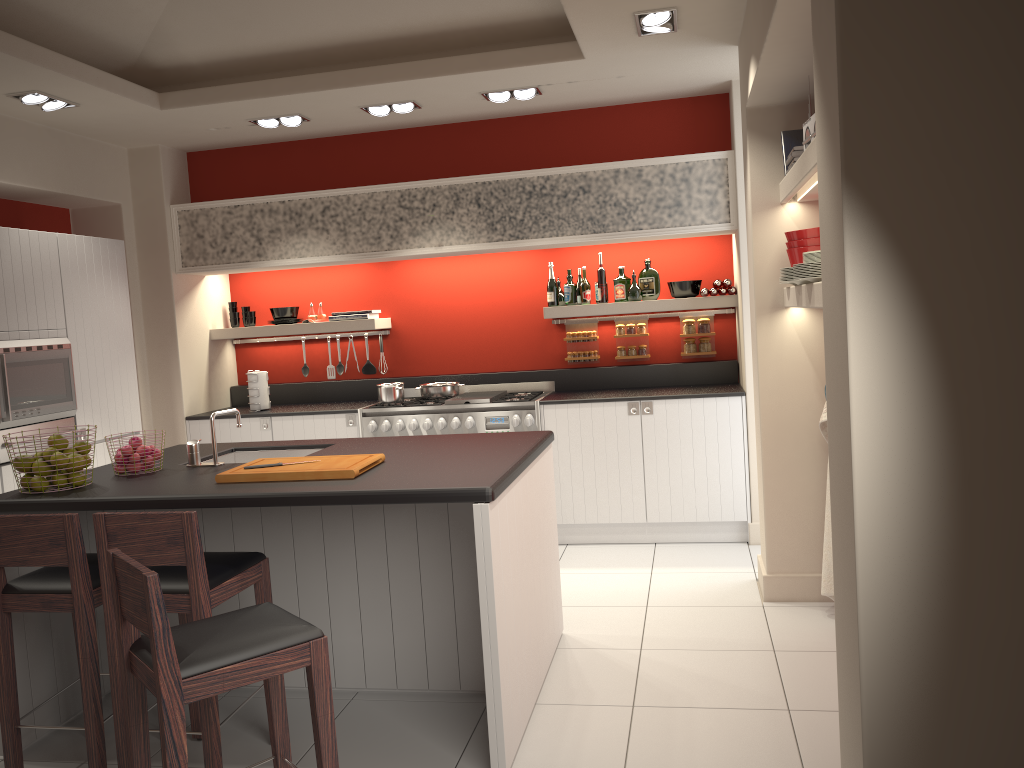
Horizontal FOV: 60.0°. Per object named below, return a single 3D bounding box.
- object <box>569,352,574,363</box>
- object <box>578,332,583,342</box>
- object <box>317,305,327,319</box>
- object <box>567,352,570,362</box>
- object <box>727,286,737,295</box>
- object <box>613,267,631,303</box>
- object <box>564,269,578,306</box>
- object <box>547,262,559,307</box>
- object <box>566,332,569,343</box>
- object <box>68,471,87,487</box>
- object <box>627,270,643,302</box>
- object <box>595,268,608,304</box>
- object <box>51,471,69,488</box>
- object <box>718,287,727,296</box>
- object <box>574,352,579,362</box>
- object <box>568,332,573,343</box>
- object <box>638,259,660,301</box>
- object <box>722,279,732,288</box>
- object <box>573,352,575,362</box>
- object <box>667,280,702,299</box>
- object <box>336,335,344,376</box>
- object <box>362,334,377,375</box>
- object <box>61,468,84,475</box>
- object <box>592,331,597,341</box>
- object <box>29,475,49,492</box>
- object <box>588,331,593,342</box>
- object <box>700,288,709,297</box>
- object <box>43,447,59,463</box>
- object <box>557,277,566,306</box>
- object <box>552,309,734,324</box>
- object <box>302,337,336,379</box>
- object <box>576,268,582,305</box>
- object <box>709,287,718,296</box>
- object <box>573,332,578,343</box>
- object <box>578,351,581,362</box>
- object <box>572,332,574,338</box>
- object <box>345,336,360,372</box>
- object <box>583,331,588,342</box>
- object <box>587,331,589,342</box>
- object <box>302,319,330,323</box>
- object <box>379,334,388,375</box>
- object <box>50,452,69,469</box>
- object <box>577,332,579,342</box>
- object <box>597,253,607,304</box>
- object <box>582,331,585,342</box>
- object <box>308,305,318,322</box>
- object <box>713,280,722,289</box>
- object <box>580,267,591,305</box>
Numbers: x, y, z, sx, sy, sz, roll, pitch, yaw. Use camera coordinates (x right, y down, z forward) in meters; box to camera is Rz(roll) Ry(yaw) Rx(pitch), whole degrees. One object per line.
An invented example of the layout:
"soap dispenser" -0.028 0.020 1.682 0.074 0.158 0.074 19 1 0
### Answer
"object" 0.448 -0.203 6.688 0.034 0.078 0.034 -1 5 32
"object" 0.515 -0.354 6.661 0.034 0.078 0.034 -1 5 32
"object" -1.510 -0.559 7.023 0.077 0.134 0.076 -4 4 -5
"object" 0.438 -0.205 6.729 0.034 0.078 0.034 -1 5 32
"object" 1.560 -0.662 6.291 0.061 0.061 0.366 -3 5 11
"object" 0.810 -0.730 6.509 0.112 0.260 0.071 0 5 40
"object" 0.425 -0.704 6.468 0.094 0.264 0.094 -4 4 0
"object" 0.296 -0.733 6.513 0.083 0.331 0.083 -5 4 -17
"object" 0.429 -0.353 6.718 0.034 0.078 0.034 -1 5 32
"object" -1.743 0.377 3.555 0.068 0.068 0.068 -2 5 23
"object" 0.879 -0.707 6.368 0.113 0.226 0.113 -2 5 23
"object" 0.663 -0.728 6.584 0.094 0.262 0.094 -5 4 -22
"object" -1.805 0.382 3.545 0.068 0.068 0.068 -2 5 23
"object" 1.502 -0.661 6.322 0.061 0.061 0.366 -3 5 11
"object" 0.486 -0.204 6.680 0.034 0.078 0.034 -1 5 32
"object" 0.438 -0.350 6.677 0.034 0.078 0.034 -1 5 32
"object" 0.999 -0.761 6.479 0.186 0.303 0.057 0 6 41
"object" 1.525 -0.714 6.291 0.062 0.062 0.366 -3 5 11
"object" 0.476 -0.207 6.721 0.034 0.078 0.034 -1 5 32
"object" 1.257 -0.686 6.443 0.251 0.121 0.251 -4 4 -6
"object" -1.387 -0.230 7.126 0.067 0.323 0.022 -3 4 10
"object" -1.150 -0.238 7.099 0.123 0.330 0.040 -3 4 11
"object" -1.797 0.368 3.623 0.084 0.079 0.086 -7 5 -33
"object" 0.621 -0.362 6.679 0.034 0.078 0.034 -1 5 32
"object" -1.854 0.390 3.479 0.068 0.068 0.068 -2 5 23
"object" 0.591 -0.357 6.646 0.034 0.078 0.034 -1 5 32
"object" 1.375 -0.653 6.326 0.062 0.062 0.366 -3 5 11
"object" -1.837 0.283 3.535 0.057 0.061 0.062 -2 5 26
"object" 0.355 -0.699 6.694 0.113 0.226 0.113 -7 5 -37
"object" 0.973 -0.506 6.660 1.355 0.034 0.048 -3 4 11
"object" -1.572 -0.207 7.163 0.287 0.351 0.022 -3 4 13
"object" 0.513 -0.730 6.647 0.083 0.277 0.084 -3 4 15
"object" 1.436 -0.656 6.314 0.062 0.062 0.366 -3 5 11
"object" 0.477 -0.352 6.669 0.034 0.078 0.034 -1 5 32
"object" 0.515 -0.209 6.713 0.034 0.078 0.034 -1 5 32
"object" 0.467 -0.354 6.711 0.034 0.078 0.034 -1 5 32
"object" -1.291 -0.239 7.109 0.124 0.296 0.009 -3 4 11
"object" 0.553 -0.356 6.654 0.034 0.078 0.034 -1 5 32
"object" 0.583 -0.360 6.687 0.034 0.078 0.034 -1 5 32
"object" -1.535 -0.498 6.992 0.160 0.027 0.183 0 6 40
"object" -1.034 -0.237 7.057 0.069 0.328 0.069 -5 4 -11
"object" -1.786 0.300 3.502 0.067 0.068 0.067 -6 5 -26
"object" 0.505 -0.356 6.703 0.034 0.078 0.034 -1 5 32
"object" 0.662 -0.772 6.484 0.062 0.366 0.210 -3 4 11
"object" 0.545 -0.358 6.695 0.034 0.078 0.034 -1 5 32
"object" -1.566 -0.550 6.954 0.076 0.131 0.076 -7 5 -36
"object" 1.468 -0.713 6.326 0.062 0.062 0.366 -3 5 11
"object" 0.539 -0.727 6.553 0.080 0.278 0.080 -3 4 15
